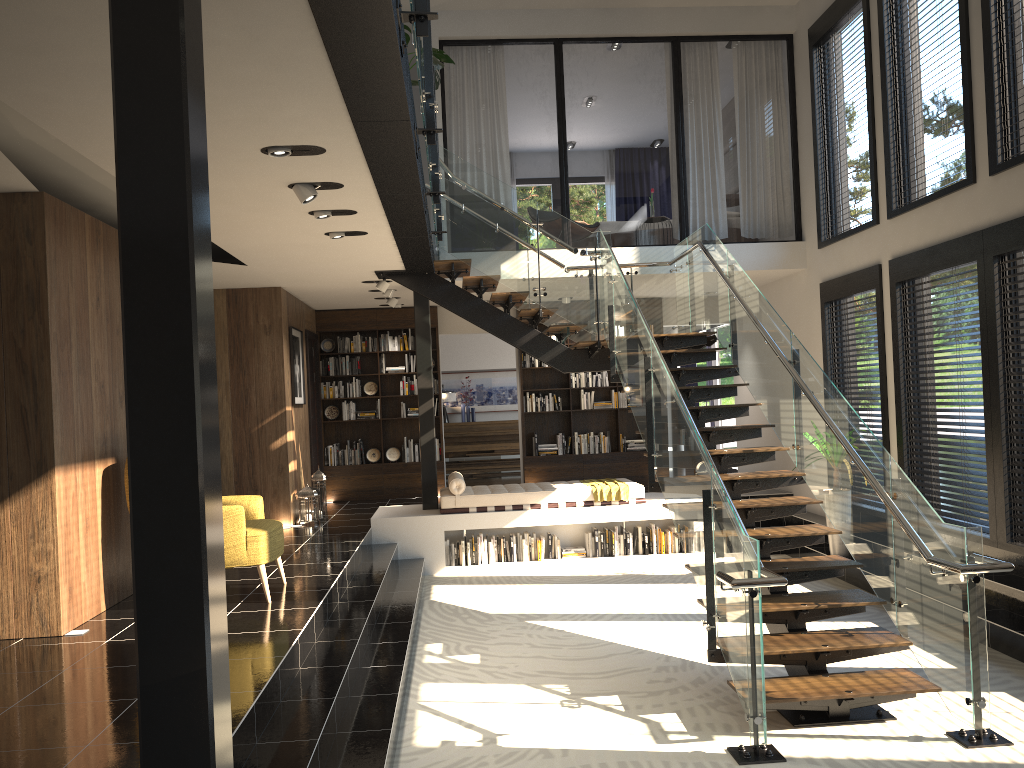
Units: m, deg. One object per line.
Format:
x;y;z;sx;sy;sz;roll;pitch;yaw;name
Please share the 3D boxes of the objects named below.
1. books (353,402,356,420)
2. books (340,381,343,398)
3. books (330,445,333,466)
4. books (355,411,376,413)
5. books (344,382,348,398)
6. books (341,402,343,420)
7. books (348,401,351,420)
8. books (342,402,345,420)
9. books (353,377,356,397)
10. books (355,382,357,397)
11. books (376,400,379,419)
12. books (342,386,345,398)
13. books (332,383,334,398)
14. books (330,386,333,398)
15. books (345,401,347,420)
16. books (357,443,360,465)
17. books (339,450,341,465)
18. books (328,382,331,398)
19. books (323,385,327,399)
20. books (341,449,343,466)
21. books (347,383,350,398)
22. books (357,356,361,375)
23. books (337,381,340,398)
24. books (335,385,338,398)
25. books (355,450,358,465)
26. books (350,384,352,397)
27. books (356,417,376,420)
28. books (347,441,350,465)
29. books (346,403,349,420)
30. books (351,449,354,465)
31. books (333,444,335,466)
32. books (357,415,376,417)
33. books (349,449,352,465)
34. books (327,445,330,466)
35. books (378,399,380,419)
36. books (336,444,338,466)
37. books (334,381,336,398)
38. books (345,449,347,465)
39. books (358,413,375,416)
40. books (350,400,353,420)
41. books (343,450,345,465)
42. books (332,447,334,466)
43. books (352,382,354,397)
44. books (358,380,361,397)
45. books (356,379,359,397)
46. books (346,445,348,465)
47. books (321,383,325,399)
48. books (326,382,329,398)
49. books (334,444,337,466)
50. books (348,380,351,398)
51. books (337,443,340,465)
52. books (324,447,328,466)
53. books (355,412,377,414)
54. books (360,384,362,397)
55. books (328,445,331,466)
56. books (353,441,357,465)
-2.228;0.381;12.548;0.030;0.253;0.138;-3;-1;-4;books
-2.406;0.078;12.516;0.026;0.237;0.164;-3;-1;-4;books
-2.540;1.010;12.527;0.030;0.282;0.170;-3;-1;-4;books
-2.061;0.390;12.531;0.292;0.013;0.187;-2;-1;-1;books
-2.341;0.086;12.541;0.053;0.216;0.151;-2;-1;-4;books
-2.386;0.382;12.534;0.020;0.264;0.152;-3;-1;-4;books
-2.287;0.377;12.534;0.024;0.265;0.148;-3;-1;-4;books
-2.360;0.383;12.499;0.026;0.257;0.192;-3;-1;-4;books
-2.218;0.046;12.530;0.018;0.284;0.198;-3;-1;-4;books
-2.199;0.083;12.545;0.018;0.210;0.157;-3;-1;-4;books
-1.898;0.362;12.560;0.032;0.261;0.157;-3;-1;-4;books
-2.379;0.112;12.531;0.026;0.167;0.173;-3;-1;-4;books
-2.520;0.098;12.550;0.018;0.208;0.126;-3;-1;-4;books
-2.545;0.118;12.527;0.037;0.169;0.148;-3;-1;-4;books
-2.339;0.374;12.511;0.018;0.275;0.144;-3;0;-4;books
-2.158;0.982;12.527;0.027;0.304;0.204;-3;-1;-4;books
-2.417;1.041;12.550;0.035;0.212;0.159;-3;-1;-4;books
-2.576;0.089;12.545;0.018;0.232;0.123;-3;0;-4;books
-2.627;0.110;12.523;0.045;0.192;0.164;-3;-1;-4;books
-2.386;1.036;12.505;0.021;0.217;0.220;-3;-1;-4;books
-2.304;0.089;12.509;0.016;0.205;0.204;-3;-1;-4;books
-2.164;-0.262;12.555;0.035;0.266;0.133;-3;0;-4;books
-2.438;0.081;12.535;0.036;0.235;0.169;-3;-1;-4;books
-2.471;0.109;12.518;0.035;0.180;0.165;-3;-1;-4;books
-2.187;1.032;12.544;0.033;0.208;0.192;-3;-1;-4;books
-2.265;0.094;12.526;0.025;0.193;0.172;-3;-1;-4;books
-2.058;0.484;12.548;0.262;0.032;0.154;-2;-1;-2;books
-2.297;0.970;12.499;0.016;0.341;0.217;-3;-1;-4;books
-2.315;0.388;12.538;0.032;0.245;0.120;-3;0;-4;books
-2.238;1.027;12.540;0.036;0.222;0.173;-3;-1;-4;books
-2.494;0.997;12.504;0.016;0.304;0.217;-3;-1;-4;books
-2.060;0.457;12.551;0.266;0.021;0.152;-2;-1;-5;books
-2.273;1.029;12.539;0.034;0.223;0.209;-3;-1;-4;books
-2.586;1.010;12.538;0.032;0.288;0.180;-3;-1;-4;books
-1.871;0.348;12.537;0.018;0.286;0.157;-3;-1;-4;books
-2.464;0.997;12.533;0.018;0.301;0.195;-3;-1;-4;books
-2.501;0.083;12.544;0.019;0.236;0.139;-3;-1;-4;books
-2.335;1.031;12.525;0.026;0.222;0.209;-3;-1;-4;books
-2.061;0.430;12.551;0.244;0.033;0.142;-2;-1;-8;books
-2.259;0.369;12.528;0.032;0.279;0.133;-3;0;-4;books
-2.363;1.041;12.534;0.029;0.206;0.167;-3;-1;-4;books
-2.512;1.015;12.497;0.022;0.269;0.216;-3;-1;-4;books
-2.241;0.083;12.552;0.027;0.214;0.159;-3;-1;-4;books
-2.159;0.064;12.558;0.023;0.244;0.133;-3;-1;-4;books
-2.180;0.057;12.535;0.021;0.260;0.197;-3;-1;-4;books
-2.314;1.000;12.515;0.017;0.282;0.232;-3;-1;-4;books
-2.665;0.096;12.527;0.030;0.224;0.166;-3;-1;-4;books
-2.592;0.087;12.496;0.022;0.235;0.194;-3;-1;-4;books
-2.478;0.995;12.498;0.015;0.306;0.222;-3;-1;-4;books
-2.289;0.070;12.537;0.020;0.243;0.154;-3;-1;-4;books
-2.445;0.995;12.528;0.020;0.304;0.189;-3;-1;-4;books
-2.617;1.024;12.529;0.032;0.261;0.194;-3;-1;-4;books
-2.062;0.405;12.539;0.293;0.016;0.174;-2;-1;-5;books
-2.138;0.095;12.549;0.015;0.181;0.136;-3;-1;-4;books
-2.561;1.011;12.508;0.014;0.282;0.232;-3;-1;-4;books
-2.212;0.976;12.522;0.016;0.322;0.219;-3;-1;-4;books
